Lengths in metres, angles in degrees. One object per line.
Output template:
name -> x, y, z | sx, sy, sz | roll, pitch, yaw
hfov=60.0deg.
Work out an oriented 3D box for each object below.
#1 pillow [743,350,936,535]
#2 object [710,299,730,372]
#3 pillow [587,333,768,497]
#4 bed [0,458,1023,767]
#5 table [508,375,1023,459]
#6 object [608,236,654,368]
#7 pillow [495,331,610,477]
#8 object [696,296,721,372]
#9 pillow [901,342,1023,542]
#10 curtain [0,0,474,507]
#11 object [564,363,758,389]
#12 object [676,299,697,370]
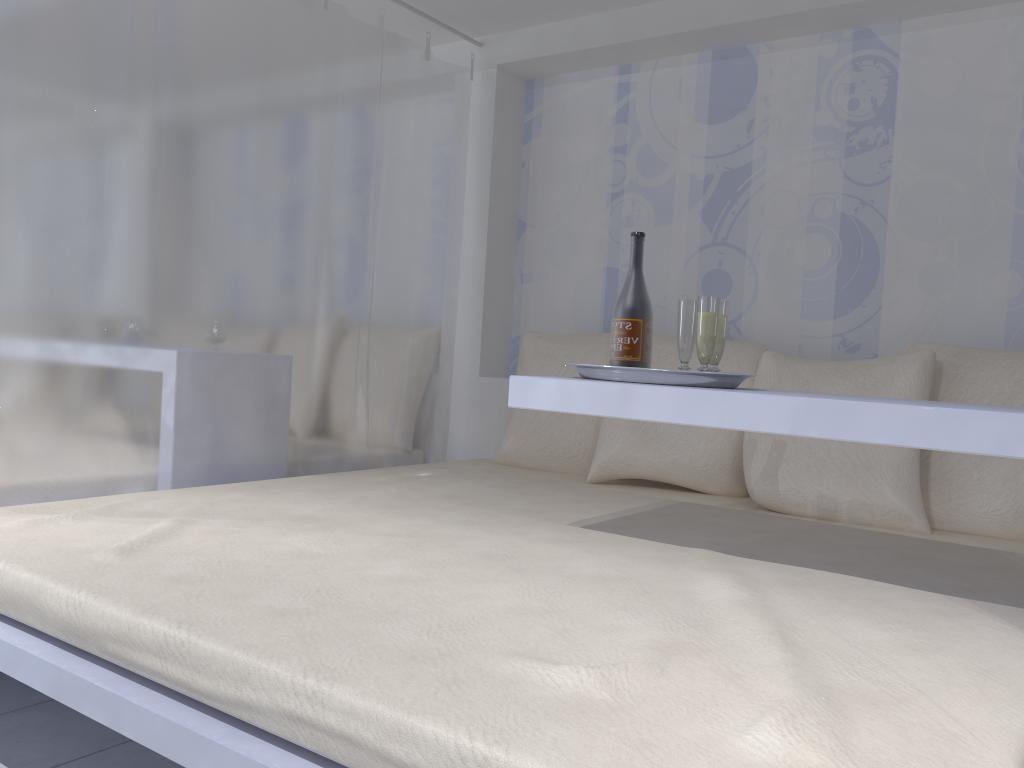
pillow -> 0.912, 0.134, 2.481 | 0.528, 0.482, 0.307 | 4, 2, 30
object -> 0.418, -0.086, 1.822 | 0.059, 0.174, 0.059 | 3, 2, 3
pillow -> 0.532, 0.077, 2.815 | 0.537, 0.527, 0.233 | 4, 2, 15
bed -> 0.098, 0.522, 1.999 | 2.200, 0.422, 2.022 | 5, 2, 35
table -> 0.535, 0.243, 1.687 | 1.065, 0.450, 0.416 | 5, 2, 35
object -> 0.261, -0.171, 1.905 | 0.092, 0.302, 0.092 | 3, 2, 2
pillow -> 0.194, 0.072, 3.084 | 0.524, 0.521, 0.230 | 5, 2, 37
object -> 0.387, -0.086, 1.766 | 0.059, 0.174, 0.059 | 3, 2, 3
pillow -> 1.243, 0.144, 2.359 | 0.572, 0.510, 0.231 | 5, 2, 36
curtain -> -0.761, -0.424, 2.578 | 0.125, 1.559, 1.998 | 5, 2, 34
object -> 0.302, -0.017, 1.859 | 0.429, 0.031, 0.275 | 5, 2, 37
object -> 0.365, -0.090, 1.859 | 0.059, 0.174, 0.059 | 3, 2, 3
